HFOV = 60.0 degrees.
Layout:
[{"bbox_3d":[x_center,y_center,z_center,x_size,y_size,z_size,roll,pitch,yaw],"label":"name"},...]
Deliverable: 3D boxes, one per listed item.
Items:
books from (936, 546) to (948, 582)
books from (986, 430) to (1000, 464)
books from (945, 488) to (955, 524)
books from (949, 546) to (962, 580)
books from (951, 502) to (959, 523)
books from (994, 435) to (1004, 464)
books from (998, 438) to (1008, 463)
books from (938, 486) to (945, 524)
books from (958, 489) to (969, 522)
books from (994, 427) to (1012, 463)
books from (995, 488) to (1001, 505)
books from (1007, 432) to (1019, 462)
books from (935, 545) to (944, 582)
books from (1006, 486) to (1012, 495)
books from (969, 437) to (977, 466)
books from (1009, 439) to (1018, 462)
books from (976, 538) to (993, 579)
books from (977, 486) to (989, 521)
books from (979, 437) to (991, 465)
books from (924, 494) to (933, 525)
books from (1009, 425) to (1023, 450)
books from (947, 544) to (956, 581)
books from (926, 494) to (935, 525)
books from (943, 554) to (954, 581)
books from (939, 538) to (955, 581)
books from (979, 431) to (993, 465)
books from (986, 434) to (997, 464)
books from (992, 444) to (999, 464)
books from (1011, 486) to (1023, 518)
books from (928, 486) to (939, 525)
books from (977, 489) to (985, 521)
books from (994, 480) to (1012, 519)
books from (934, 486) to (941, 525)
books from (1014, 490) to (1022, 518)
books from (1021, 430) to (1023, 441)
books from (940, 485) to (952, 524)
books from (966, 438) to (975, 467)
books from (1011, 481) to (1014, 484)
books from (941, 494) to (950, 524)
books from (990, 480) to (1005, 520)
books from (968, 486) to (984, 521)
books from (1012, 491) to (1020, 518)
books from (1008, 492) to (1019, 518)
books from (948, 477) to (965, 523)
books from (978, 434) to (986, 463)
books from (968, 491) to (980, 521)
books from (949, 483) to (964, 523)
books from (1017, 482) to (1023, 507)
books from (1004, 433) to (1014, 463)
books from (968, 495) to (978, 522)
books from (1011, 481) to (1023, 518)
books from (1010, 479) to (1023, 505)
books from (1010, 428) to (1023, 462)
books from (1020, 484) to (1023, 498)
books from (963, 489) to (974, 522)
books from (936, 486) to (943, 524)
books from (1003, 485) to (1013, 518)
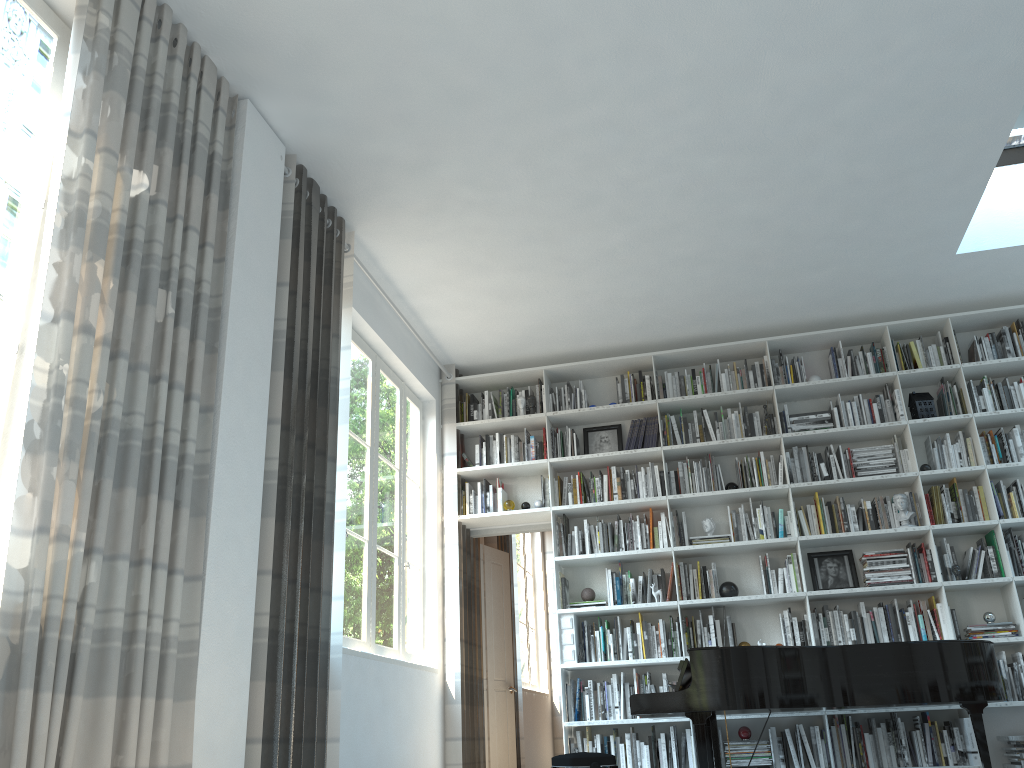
[{"bbox_3d":[2.860,1.224,5.921,0.028,0.252,0.143,-7,-22,11],"label":"books"},{"bbox_3d":[3.317,0.474,6.112,0.014,0.282,0.136,-7,-22,11],"label":"books"},{"bbox_3d":[2.972,0.861,6.044,0.035,0.277,0.139,-7,-22,11],"label":"books"},{"bbox_3d":[2.943,1.217,5.907,0.035,0.247,0.141,-7,-22,11],"label":"books"},{"bbox_3d":[2.999,0.903,6.024,0.030,0.180,0.132,-7,-22,11],"label":"books"},{"bbox_3d":[3.326,0.487,6.082,0.013,0.235,0.158,-7,-22,11],"label":"books"},{"bbox_3d":[3.346,0.495,6.076,0.026,0.215,0.162,-7,-22,11],"label":"books"},{"bbox_3d":[2.914,0.857,6.048,0.035,0.292,0.145,-7,-22,11],"label":"books"},{"bbox_3d":[3.042,0.858,6.011,0.033,0.252,0.175,-7,-22,11],"label":"books"},{"bbox_3d":[3.359,0.456,6.067,0.014,0.279,0.178,-7,-22,11],"label":"books"},{"bbox_3d":[3.270,0.837,5.972,0.007,0.243,0.146,-7,-22,12],"label":"books"},{"bbox_3d":[3.423,0.467,6.069,0.011,0.255,0.132,-7,-22,11],"label":"books"},{"bbox_3d":[2.835,1.223,5.931,0.024,0.262,0.154,-7,-22,11],"label":"books"},{"bbox_3d":[3.344,0.824,5.946,0.008,0.241,0.169,-7,-22,11],"label":"books"},{"bbox_3d":[3.160,0.506,6.112,0.026,0.237,0.173,-7,-22,11],"label":"books"},{"bbox_3d":[3.405,0.496,6.056,0.025,0.193,0.171,-7,-22,11],"label":"books"},{"bbox_3d":[3.130,1.174,5.871,0.013,0.284,0.139,-7,-22,11],"label":"books"},{"bbox_3d":[3.176,0.837,5.996,0.033,0.267,0.142,-7,-22,11],"label":"books"},{"bbox_3d":[3.247,0.499,6.111,0.030,0.241,0.139,-7,-22,11],"label":"books"},{"bbox_3d":[2.835,0.891,6.060,0.014,0.243,0.145,-7,-22,11],"label":"books"},{"bbox_3d":[3.470,0.444,6.068,0.027,0.294,0.160,-7,-22,11],"label":"books"},{"bbox_3d":[2.919,1.212,5.915,0.012,0.264,0.158,-7,-22,11],"label":"books"},{"bbox_3d":[2.852,0.891,6.068,0.013,0.246,0.177,-7,-22,11],"label":"books"},{"bbox_3d":[2.883,1.241,5.886,0.027,0.191,0.183,-7,-22,11],"label":"books"},{"bbox_3d":[2.904,1.191,5.917,0.013,0.305,0.141,-7,-22,11],"label":"books"},{"bbox_3d":[3.266,0.478,6.109,0.014,0.277,0.154,-7,-22,11],"label":"books"},{"bbox_3d":[3.277,0.485,6.086,0.014,0.246,0.177,-7,-22,11],"label":"books"},{"bbox_3d":[3.298,0.519,6.081,0.021,0.178,0.137,-7,-22,11],"label":"books"},{"bbox_3d":[3.377,0.821,5.943,0.017,0.242,0.133,-7,-22,11],"label":"books"},{"bbox_3d":[2.874,0.857,6.046,0.035,0.292,0.145,-7,-22,11],"label":"books"},{"bbox_3d":[3.158,0.850,5.998,0.019,0.246,0.149,-7,-22,11],"label":"books"},{"bbox_3d":[3.284,0.805,5.942,0.013,0.278,0.192,-7,-22,11],"label":"books"},{"bbox_3d":[2.889,0.860,6.053,0.035,0.292,0.145,-7,-22,11],"label":"books"},{"bbox_3d":[3.364,0.833,5.929,0.007,0.211,0.159,-7,-22,12],"label":"books"},{"bbox_3d":[3.493,0.458,6.040,0.025,0.243,0.184,-7,-22,11],"label":"books"},{"bbox_3d":[2.947,0.847,6.030,0.019,0.293,0.164,-7,-22,11],"label":"books"},{"bbox_3d":[3.138,0.507,6.101,0.028,0.229,0.177,-7,-22,11],"label":"books"},{"bbox_3d":[3.422,0.804,5.981,0.011,0.299,0.089,-7,-22,11],"label":"books"},{"bbox_3d":[2.932,0.879,6.025,0.015,0.231,0.180,-7,-22,11],"label":"books"},{"bbox_3d":[3.244,0.812,5.966,0.035,0.286,0.192,-7,-22,11],"label":"books"},{"bbox_3d":[3.136,0.839,5.992,0.032,0.265,0.143,-7,-22,11],"label":"books"},{"bbox_3d":[3.355,0.838,5.938,0.014,0.208,0.157,-7,-22,11],"label":"books"},{"bbox_3d":[3.327,0.839,5.915,0.017,0.191,0.192,-7,-22,11],"label":"books"},{"bbox_3d":[3.022,0.819,6.027,0.021,0.336,0.170,-7,-22,11],"label":"books"},{"bbox_3d":[3.200,0.491,6.100,0.028,0.250,0.190,-7,-22,11],"label":"books"},{"bbox_3d":[3.115,0.856,5.996,0.028,0.238,0.146,-7,-22,11],"label":"books"},{"bbox_3d":[3.007,0.835,6.005,0.019,0.291,0.183,-7,-22,11],"label":"books"},{"bbox_3d":[3.393,0.804,5.942,0.006,0.272,0.167,-7,-22,11],"label":"books"},{"bbox_3d":[3.379,0.476,6.061,0.022,0.236,0.165,-7,-22,11],"label":"books"},{"bbox_3d":[3.086,0.868,5.977,0.034,0.203,0.182,-7,-22,11],"label":"books"},{"bbox_3d":[3.386,0.804,5.938,0.006,0.269,0.179,-7,-22,11],"label":"books"},{"bbox_3d":[3.402,0.796,5.943,0.013,0.286,0.159,-7,-22,11],"label":"books"},{"bbox_3d":[3.437,0.453,6.044,0.030,0.262,0.183,-7,-22,11],"label":"books"},{"bbox_3d":[3.426,0.812,5.940,0.007,0.253,0.161,-7,-22,12],"label":"books"},{"bbox_3d":[3.060,0.851,5.982,0.027,0.241,0.189,-7,-22,11],"label":"books"},{"bbox_3d":[2.898,0.853,6.037,0.035,0.292,0.145,-7,-22,11],"label":"books"},{"bbox_3d":[3.318,0.823,5.958,0.013,0.255,0.145,-7,-22,11],"label":"books"}]
